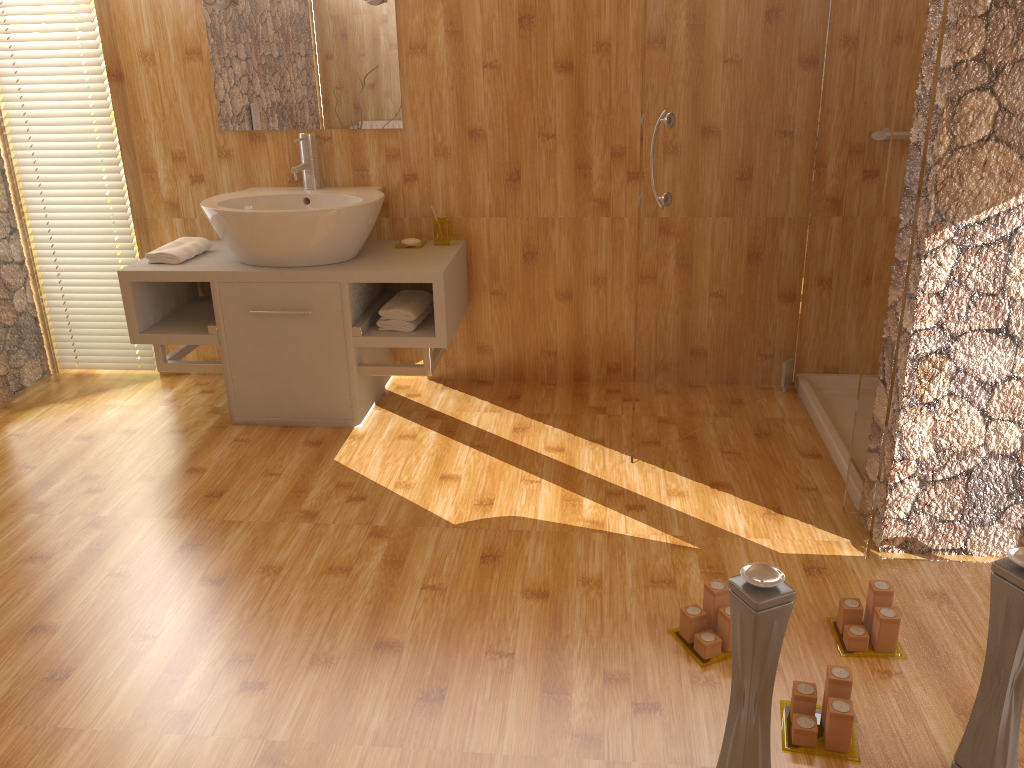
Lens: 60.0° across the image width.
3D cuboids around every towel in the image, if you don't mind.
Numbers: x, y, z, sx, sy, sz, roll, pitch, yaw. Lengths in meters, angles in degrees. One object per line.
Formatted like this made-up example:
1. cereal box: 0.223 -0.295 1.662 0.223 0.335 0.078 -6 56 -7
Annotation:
1. towel: -0.385 -0.244 3.177 0.140 0.048 0.225 3 22 11
2. towel: -0.377 -0.282 3.170 0.140 0.048 0.225 3 22 11
3. towel: -1.205 -0.485 3.213 0.140 0.048 0.225 3 22 11

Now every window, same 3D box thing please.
1. window: 0.051 -1.094 3.312 3.964 2.164 0.010 1 21 6

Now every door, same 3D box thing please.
1. door: 0.685 -0.890 2.751 0.983 2.147 0.077 -20 28 -40

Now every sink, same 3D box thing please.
1. sink: -0.771 -0.654 3.126 0.634 0.409 0.533 1 21 6

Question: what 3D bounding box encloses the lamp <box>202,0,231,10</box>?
1. lamp: -1.045 -1.353 3.098 0.080 0.080 0.124 1 21 6

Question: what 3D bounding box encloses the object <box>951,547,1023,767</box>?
1. object: 0.845 0.504 1.522 0.080 0.478 0.080 -10 23 -21

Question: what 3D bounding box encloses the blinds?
1. blinds: -1.729 -1.083 3.361 0.420 2.178 0.042 1 21 6

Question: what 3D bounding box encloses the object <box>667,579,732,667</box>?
1. object: 0.448 0.521 1.983 0.141 0.131 0.141 -10 23 -20

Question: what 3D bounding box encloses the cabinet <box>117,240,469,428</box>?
1. cabinet: -0.761 -0.200 3.309 1.136 0.570 0.517 1 21 6

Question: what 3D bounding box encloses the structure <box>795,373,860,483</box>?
1. structure: 1.522 0.169 2.939 0.955 0.050 1.000 1 21 6

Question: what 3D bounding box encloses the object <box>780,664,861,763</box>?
1. object: 0.600 0.620 1.718 0.141 0.131 0.141 4 22 14

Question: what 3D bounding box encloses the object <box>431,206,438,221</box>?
1. object: -0.277 -0.598 3.289 0.012 0.132 0.063 13 25 33

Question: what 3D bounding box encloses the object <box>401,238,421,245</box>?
1. object: -0.378 -0.531 3.314 0.050 0.023 0.075 17 27 38

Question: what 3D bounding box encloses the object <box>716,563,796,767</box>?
1. object: 1.117 -0.458 1.993 2.276 1.921 0.347 -19 27 -38

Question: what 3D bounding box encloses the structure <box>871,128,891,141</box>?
1. structure: 1.490 -0.687 2.609 0.587 0.043 1.001 1 21 6

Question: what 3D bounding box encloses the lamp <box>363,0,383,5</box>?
1. lamp: -0.488 -1.343 3.040 0.080 0.080 0.124 1 21 6

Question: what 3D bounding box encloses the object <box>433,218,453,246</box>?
1. object: -0.258 -0.569 3.313 0.060 0.093 0.060 1 21 6

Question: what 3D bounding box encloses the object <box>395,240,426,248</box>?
1. object: -0.378 -0.523 3.315 0.100 0.010 0.100 1 21 6

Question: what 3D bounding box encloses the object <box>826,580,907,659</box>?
1. object: 0.796 0.514 1.981 0.141 0.131 0.141 1 21 6

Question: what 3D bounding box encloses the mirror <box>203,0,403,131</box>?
1. mirror: -0.753 -1.189 3.199 0.698 0.523 0.005 1 21 6
